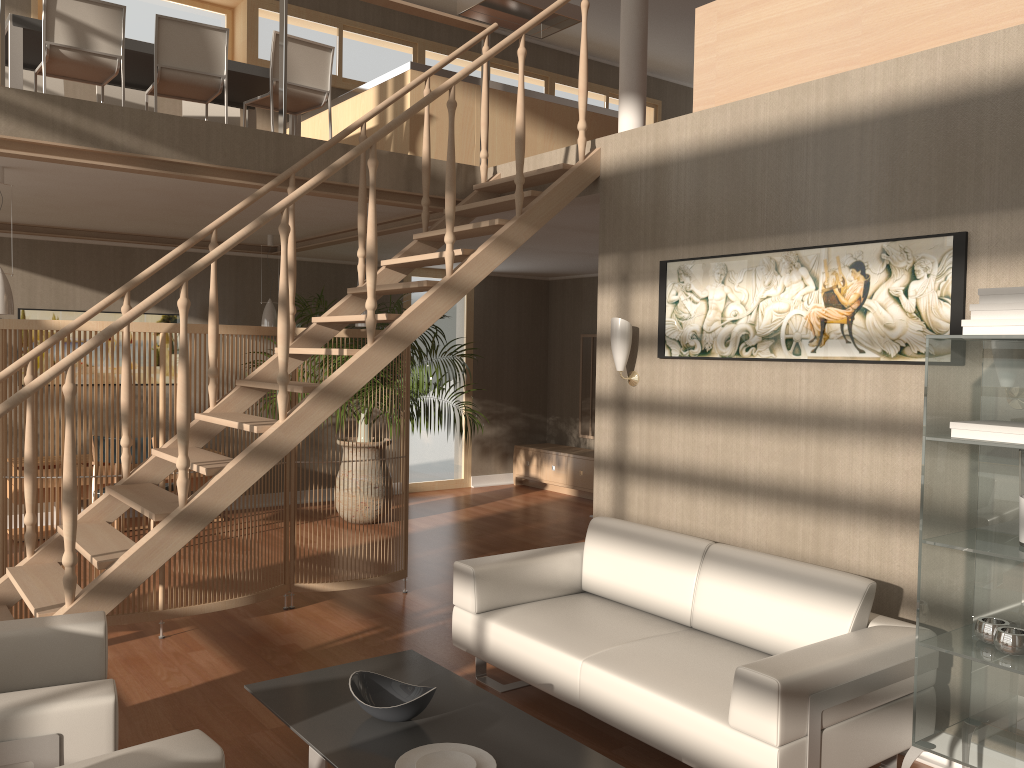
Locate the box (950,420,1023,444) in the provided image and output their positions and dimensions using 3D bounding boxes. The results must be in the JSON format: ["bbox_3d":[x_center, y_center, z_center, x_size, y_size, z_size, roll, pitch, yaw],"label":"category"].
[{"bbox_3d":[1.508,0.144,2.695,0.232,0.047,0.232,0,2,-32],"label":"box"}]

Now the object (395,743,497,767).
[{"bbox_3d":[-0.192,1.119,2.582,0.294,0.020,0.294,2,2,25],"label":"object"}]

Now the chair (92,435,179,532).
[{"bbox_3d":[-2.855,0.801,6.723,0.582,0.856,0.509,1,2,3],"label":"chair"}]

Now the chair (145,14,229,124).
[{"bbox_3d":[-2.071,-1.818,5.610,0.430,0.796,0.496,0,2,-32],"label":"chair"}]

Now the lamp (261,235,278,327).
[{"bbox_3d":[-2.059,-0.867,7.548,0.139,0.800,0.139,2,2,28],"label":"lamp"}]

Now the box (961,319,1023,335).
[{"bbox_3d":[1.528,-0.168,2.674,0.232,0.047,0.232,-1,3,-37],"label":"box"}]

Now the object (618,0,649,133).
[{"bbox_3d":[0.901,-2.600,6.545,0.200,2.400,0.200,-1,3,-37],"label":"object"}]

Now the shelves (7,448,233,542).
[{"bbox_3d":[-3.211,0.896,7.317,1.600,0.590,0.658,-1,3,-37],"label":"shelves"}]

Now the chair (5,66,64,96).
[{"bbox_3d":[-3.279,-1.859,6.149,0.430,0.796,0.496,-1,3,-42],"label":"chair"}]

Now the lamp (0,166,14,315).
[{"bbox_3d":[-2.786,-0.779,4.819,0.139,0.800,0.139,0,2,-22],"label":"lamp"}]

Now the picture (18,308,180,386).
[{"bbox_3d":[-3.484,-0.304,7.593,1.317,0.633,0.010,-1,3,-37],"label":"picture"}]

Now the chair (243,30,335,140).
[{"bbox_3d":[-1.489,-1.817,5.854,0.430,0.796,0.496,-1,3,-42],"label":"chair"}]

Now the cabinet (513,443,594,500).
[{"bbox_3d":[0.781,0.962,9.520,0.500,0.458,1.911,-1,3,-37],"label":"cabinet"}]

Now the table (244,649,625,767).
[{"bbox_3d":[-0.319,1.261,2.926,0.700,0.293,1.260,-1,3,-37],"label":"table"}]

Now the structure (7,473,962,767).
[{"bbox_3d":[0.759,0.069,5.576,10.775,2.533,8.342,-1,3,-37],"label":"structure"}]

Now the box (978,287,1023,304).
[{"bbox_3d":[1.529,-0.263,2.672,0.168,0.047,0.168,-1,3,-37],"label":"box"}]

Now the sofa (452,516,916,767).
[{"bbox_3d":[0.613,1.037,3.580,0.905,0.740,1.781,-1,3,-37],"label":"sofa"}]

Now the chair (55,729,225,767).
[{"bbox_3d":[-0.832,1.084,1.603,0.905,0.740,0.900,-1,3,-42],"label":"chair"}]

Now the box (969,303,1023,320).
[{"bbox_3d":[1.529,-0.215,2.675,0.200,0.047,0.200,-1,3,-37],"label":"box"}]

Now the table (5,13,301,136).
[{"bbox_3d":[-2.476,-1.812,6.069,1.800,0.740,0.900,-1,3,-37],"label":"table"}]

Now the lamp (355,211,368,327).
[{"bbox_3d":[-1.011,-0.796,6.140,0.139,0.800,0.139,1,2,-1],"label":"lamp"}]

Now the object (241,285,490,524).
[{"bbox_3d":[-1.319,0.282,7.854,2.109,2.304,2.157,3,3,42],"label":"object"}]

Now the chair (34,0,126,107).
[{"bbox_3d":[-2.571,-1.814,5.246,0.430,0.796,0.496,-1,3,-37],"label":"chair"}]

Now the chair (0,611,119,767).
[{"bbox_3d":[-1.667,1.033,2.599,0.905,0.740,0.900,0,2,-27],"label":"chair"}]

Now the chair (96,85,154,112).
[{"bbox_3d":[-2.710,-1.859,6.409,0.430,0.796,0.496,-1,3,-42],"label":"chair"}]

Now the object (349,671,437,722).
[{"bbox_3d":[-0.399,1.050,2.953,0.317,0.125,0.223,2,2,25],"label":"object"}]

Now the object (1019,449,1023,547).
[{"bbox_3d":[1.590,0.346,2.660,0.129,0.291,0.129,2,2,25],"label":"object"}]

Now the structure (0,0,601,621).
[{"bbox_3d":[-1.093,-0.441,4.327,3.150,3.578,1.000,-1,3,-37],"label":"structure"}]

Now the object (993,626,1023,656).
[{"bbox_3d":[1.511,0.777,2.675,0.103,0.066,0.103,0,2,-17],"label":"object"}]

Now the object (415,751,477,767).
[{"bbox_3d":[-0.192,1.117,2.582,0.178,0.020,0.178,1,2,3],"label":"object"}]

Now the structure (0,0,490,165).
[{"bbox_3d":[-2.505,-1.893,6.082,3.300,0.900,3.475,-1,3,-37],"label":"structure"}]

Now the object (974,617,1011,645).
[{"bbox_3d":[1.504,0.774,2.774,0.103,0.066,0.103,0,2,-17],"label":"object"}]

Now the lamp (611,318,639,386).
[{"bbox_3d":[0.580,-0.165,4.593,0.153,0.353,0.112,-1,3,-37],"label":"lamp"}]

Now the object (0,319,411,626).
[{"bbox_3d":[-1.540,0.450,4.880,2.229,1.542,0.233,0,2,-32],"label":"object"}]

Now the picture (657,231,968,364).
[{"bbox_3d":[1.201,-0.345,3.862,0.018,0.487,1.531,-1,3,-37],"label":"picture"}]

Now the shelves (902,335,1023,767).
[{"bbox_3d":[1.513,0.654,2.725,0.403,1.600,0.400,-1,3,-37],"label":"shelves"}]

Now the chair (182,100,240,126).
[{"bbox_3d":[-2.258,-1.864,6.755,0.430,0.796,0.496,0,2,-27],"label":"chair"}]
